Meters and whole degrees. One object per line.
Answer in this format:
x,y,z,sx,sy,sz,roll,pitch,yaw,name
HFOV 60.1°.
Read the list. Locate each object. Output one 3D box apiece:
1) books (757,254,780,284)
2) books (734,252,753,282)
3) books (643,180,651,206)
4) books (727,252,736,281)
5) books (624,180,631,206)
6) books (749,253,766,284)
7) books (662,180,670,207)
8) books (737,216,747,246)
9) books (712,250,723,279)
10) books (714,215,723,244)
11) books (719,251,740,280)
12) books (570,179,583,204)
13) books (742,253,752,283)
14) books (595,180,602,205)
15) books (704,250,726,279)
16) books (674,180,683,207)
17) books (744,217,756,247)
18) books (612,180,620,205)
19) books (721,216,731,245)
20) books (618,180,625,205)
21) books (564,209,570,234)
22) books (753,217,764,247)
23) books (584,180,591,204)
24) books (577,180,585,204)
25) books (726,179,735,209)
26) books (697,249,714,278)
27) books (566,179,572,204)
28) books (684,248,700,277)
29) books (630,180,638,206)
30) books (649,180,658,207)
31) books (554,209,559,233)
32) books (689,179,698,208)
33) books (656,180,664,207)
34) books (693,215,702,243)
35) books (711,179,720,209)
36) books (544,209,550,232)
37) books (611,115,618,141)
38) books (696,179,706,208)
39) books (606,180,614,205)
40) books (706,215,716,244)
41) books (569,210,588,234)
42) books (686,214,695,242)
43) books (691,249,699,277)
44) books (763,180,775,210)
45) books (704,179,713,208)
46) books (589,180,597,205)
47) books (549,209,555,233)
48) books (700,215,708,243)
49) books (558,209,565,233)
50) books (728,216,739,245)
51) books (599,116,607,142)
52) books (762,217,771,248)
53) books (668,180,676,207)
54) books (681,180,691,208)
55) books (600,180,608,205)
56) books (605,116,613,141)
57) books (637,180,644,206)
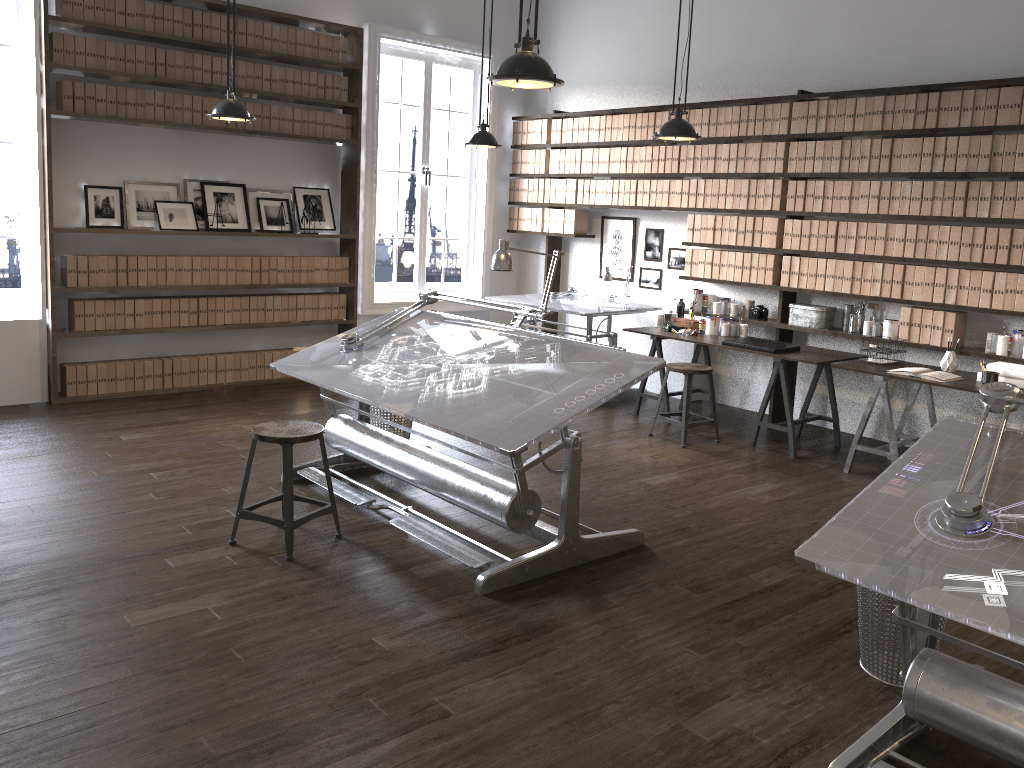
1.932,-0.865,6.672,0.175,0.224,0.067,-5,11,-40,books
1.797,-0.900,6.818,0.175,0.224,0.067,-5,11,-40,books
1.192,-1.604,7.478,0.175,0.224,0.067,-5,11,-40,books
1.752,-0.913,6.875,0.175,0.224,0.067,-5,11,-40,books
1.053,-1.643,7.647,0.175,0.224,0.067,-5,11,-40,books
1.888,-0.877,6.719,0.175,0.224,0.067,-5,11,-40,books
1.325,-1.567,7.320,0.175,0.224,0.067,-5,11,-40,books
1.809,-1.168,6.792,0.175,0.224,0.067,-5,11,-40,books
1.664,-0.938,6.981,0.175,0.224,0.067,-5,11,-40,books
1.671,-1.206,6.951,0.175,0.224,0.067,-5,11,-40,books
1.710,-0.926,6.930,0.175,0.224,0.067,-5,11,-40,books
0.625,-1.764,8.133,0.175,0.224,0.067,-5,11,-40,books
1.843,-0.887,6.764,0.175,0.224,0.067,-5,11,-40,books
0.831,-1.703,7.905,0.175,0.224,0.067,-5,11,-40,books
1.615,-0.950,7.031,0.175,0.224,0.067,-5,11,-40,books
1.412,-1.544,7.225,0.175,0.224,0.067,-5,11,-40,books
1.853,-1.155,6.732,0.175,0.224,0.067,-5,11,-40,books
0.964,-1.665,7.739,0.175,0.224,0.067,-5,11,-40,books
1.717,-1.193,6.898,0.175,0.224,0.067,-5,11,-40,books
1.009,-1.654,7.694,0.175,0.224,0.067,-5,11,-40,books
0.571,-1.505,8.229,0.175,0.224,0.067,-5,11,-40,books
1.905,-1.142,6.680,0.175,0.224,0.067,-5,11,-40,books
0.736,-1.727,8.006,0.175,0.224,0.067,-5,11,-40,books
0.685,-1.742,8.069,0.175,0.224,0.067,-5,11,-40,books
1.739,-1.462,6.844,0.175,0.224,0.067,-5,11,-40,books
1.570,-0.963,7.087,0.175,0.224,0.067,-5,11,-40,books
0.587,-1.776,8.183,0.175,0.224,0.067,-5,11,-40,books
1.484,-0.985,7.182,0.175,0.224,0.067,-5,11,-40,books
1.097,-1.629,7.587,0.175,0.224,0.067,-5,11,-40,books
1.241,-1.591,7.428,0.175,0.224,0.067,-5,11,-40,books
0.481,-1.529,8.330,0.175,0.224,0.067,-5,11,-40,books
1.507,-1.524,7.109,0.175,0.224,0.067,-5,11,-40,books
1.286,-1.579,7.375,0.175,0.224,0.067,-5,11,-40,books
1.541,-1.240,7.097,0.175,0.224,0.067,-5,11,-40,books
1.648,-1.487,6.953,0.175,0.224,0.067,-5,11,-40,books
0.391,-1.553,8.429,0.175,0.224,0.067,-5,11,-40,books
0.954,-2.219,7.716,0.175,0.224,0.067,-5,11,-40,books
1.556,-1.512,7.056,0.175,0.224,0.067,-5,11,-40,books
0.918,-1.677,7.793,0.175,0.224,0.067,-5,11,-40,books
1.623,-1.217,6.998,0.175,0.224,0.067,-5,11,-40,books
0.615,-1.493,8.176,0.175,0.224,0.067,-5,11,-40,books
1.493,-1.253,7.150,0.175,0.224,0.067,-5,11,-40,books
1.530,-0.974,7.135,0.175,0.224,0.067,-5,11,-40,books
1.957,-1.402,6.589,0.175,0.224,0.067,-5,11,-40,books
1.604,-1.500,7.006,0.175,0.224,0.067,-5,11,-40,books
0.785,-1.715,7.956,0.175,0.224,0.067,-5,11,-40,books
0.440,-1.540,8.376,0.175,0.224,0.067,-5,11,-40,books
1.583,-1.229,7.051,0.175,0.224,0.067,-5,11,-40,books
0.521,-1.517,8.277,0.175,0.224,0.067,-5,11,-40,books
1.759,-1.180,6.842,0.175,0.224,0.067,-5,11,-40,books
0.859,-2.243,7.817,0.175,0.224,0.067,-5,11,-40,books
1.952,-1.128,6.621,0.175,0.224,0.067,-5,11,-40,books
1.372,-1.555,7.273,0.175,0.224,0.067,-5,11,-40,books
1.457,-1.531,7.169,0.175,0.224,0.067,-5,11,-40,books
0.873,-1.691,7.850,0.175,0.224,0.067,-5,11,-40,books
0.907,-2.231,7.767,0.175,0.224,0.067,-5,11,-40,books
1.149,-1.616,7.535,0.175,0.224,0.067,-5,11,-40,books
